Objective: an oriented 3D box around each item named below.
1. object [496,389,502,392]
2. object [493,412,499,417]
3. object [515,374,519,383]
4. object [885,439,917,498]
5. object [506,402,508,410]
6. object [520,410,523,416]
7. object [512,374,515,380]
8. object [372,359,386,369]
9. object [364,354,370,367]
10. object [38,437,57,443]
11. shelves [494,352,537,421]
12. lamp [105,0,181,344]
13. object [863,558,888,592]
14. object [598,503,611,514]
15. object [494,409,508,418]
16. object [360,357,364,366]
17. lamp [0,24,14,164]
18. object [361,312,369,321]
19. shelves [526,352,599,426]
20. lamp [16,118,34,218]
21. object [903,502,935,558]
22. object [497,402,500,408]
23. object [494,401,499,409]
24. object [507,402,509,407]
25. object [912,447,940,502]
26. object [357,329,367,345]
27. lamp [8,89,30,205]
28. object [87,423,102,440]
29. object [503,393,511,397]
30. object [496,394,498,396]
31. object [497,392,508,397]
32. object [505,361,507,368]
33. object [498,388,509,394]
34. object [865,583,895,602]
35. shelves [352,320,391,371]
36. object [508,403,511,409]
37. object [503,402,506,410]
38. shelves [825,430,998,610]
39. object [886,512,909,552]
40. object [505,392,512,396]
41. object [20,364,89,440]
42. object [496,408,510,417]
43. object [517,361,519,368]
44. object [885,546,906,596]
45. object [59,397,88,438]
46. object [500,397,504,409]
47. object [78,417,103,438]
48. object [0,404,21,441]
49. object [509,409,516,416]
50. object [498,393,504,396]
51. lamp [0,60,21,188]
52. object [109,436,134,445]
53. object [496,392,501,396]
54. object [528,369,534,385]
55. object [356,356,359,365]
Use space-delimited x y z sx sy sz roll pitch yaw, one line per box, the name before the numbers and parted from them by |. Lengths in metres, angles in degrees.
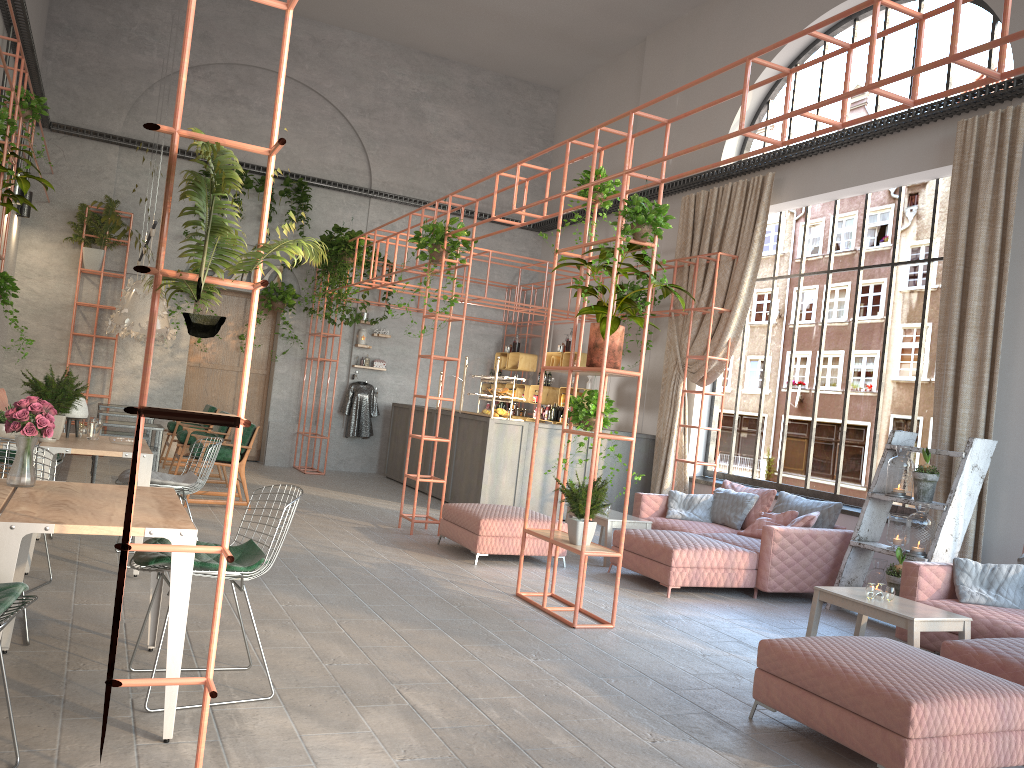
object | -0.201 0.085 11.550 0.138 0.050 0.093 7 -1 -9
object | -0.280 0.386 11.606 0.237 0.095 0.089 6 -1 9
object | 0.079 -0.078 14.721 0.083 0.159 0.083 7 -1 -16
object | 3.349 0.718 7.632 0.216 0.500 0.216 6 -1 7
object | -0.126 0.394 15.336 0.072 0.248 0.094 7 -1 -25
object | 0.119 0.481 14.749 0.115 0.107 0.115 5 -2 41
object | 0.041 -0.081 14.804 0.083 0.159 0.083 7 -1 -16
object | -2.251 -0.340 15.020 0.219 0.149 0.129 7 -1 -25
object | -2.440 -0.397 14.930 0.081 0.204 0.081 7 -1 -25
object | -3.148 0.355 6.010 0.115 0.078 0.115 7 -1 -19
shelves | -0.049 0.395 15.078 0.328 1.838 1.750 7 -1 -25
lamp | -4.427 -2.556 10.964 0.704 4.052 4.456 7 -1 -25
object | 3.048 1.624 7.395 0.208 0.320 0.192 7 -1 -19
object | 0.898 1.289 9.030 0.199 0.145 0.156 7 -1 -10
object | -0.169 0.394 11.745 0.232 0.110 0.090 7 -1 -5
object | -2.517 -0.380 14.885 0.063 0.151 0.063 7 -2 -39
lamp | -5.099 -2.896 8.877 0.185 1.425 0.179 7 -1 -25
object | -2.475 -1.126 14.878 0.133 0.145 0.133 6 -1 27
shelves | 0.761 0.450 13.338 0.328 1.838 1.750 7 -1 -25
lamp | -6.623 -3.000 12.152 0.185 1.425 0.179 7 -1 -25
object | 3.316 1.180 7.206 0.219 0.430 0.216 7 -1 -31
object | -0.351 0.514 15.465 0.084 0.529 0.711 7 -1 -23
object | -0.253 0.378 15.272 0.072 0.248 0.094 7 -1 -25
object | -0.061 0.402 15.363 0.072 0.248 0.094 7 -1 -25
object | 3.452 0.749 7.395 0.212 0.457 0.217 7 -1 -8
object | -2.507 -0.824 14.881 0.136 0.336 0.145 7 -1 -11
lamp | -6.114 -2.965 11.057 0.185 1.425 0.179 7 -1 -25
object | -3.051 0.347 6.465 0.095 0.119 0.095 7 -1 -1
object | -0.081 0.134 11.659 0.132 0.051 0.099 7 -1 -27
object | -0.250 0.123 11.699 0.148 0.053 0.104 7 -1 -26
object | -0.126 0.137 11.650 0.151 0.052 0.097 7 -1 -23
object | -0.057 -0.319 15.116 0.123 0.142 0.141 7 -1 -25
object | -0.114 0.088 11.588 0.142 0.087 0.094 7 -1 -17
object | 2.389 1.391 5.826 0.199 0.145 0.156 7 -1 -10
shelves | -2.352 -0.643 14.945 0.560 0.790 0.186 7 -1 -25
object | -0.022 0.382 15.187 0.074 0.287 0.072 6 -1 7
object | -0.136 0.370 15.221 0.074 0.287 0.072 6 -1 7
shelves | 3.356 1.208 7.492 0.856 1.618 0.842 7 -1 -25
object | 3.237 1.243 7.433 0.223 0.297 0.223 7 -1 -6
object | -0.053 0.125 11.640 0.152 0.058 0.095 7 -1 -34
object | -3.204 0.121 6.194 0.438 0.527 0.368 7 -1 -25
object | -0.123 0.375 11.669 0.240 0.104 0.073 8 -2 -44
object | 0.166 -0.360 14.800 0.137 0.261 0.137 6 -1 11
object | 3.134 1.554 7.160 0.236 0.464 0.225 5 -2 43
object | -3.250 0.241 6.517 0.241 0.313 0.241 6 -1 20
object | -0.173 0.362 15.106 0.066 0.291 0.066 8 -2 -41
object | -3.171 0.324 6.644 0.165 0.154 0.210 7 -1 -35
object | -3.311 0.243 5.757 0.248 0.247 0.254 7 -1 -25
object | 0.008 0.467 14.697 0.115 0.107 0.115 6 -1 31
object | -0.167 0.138 11.756 0.152 0.046 0.098 7 -1 -12
lamp | -5.609 -2.931 9.972 0.185 1.425 0.179 7 -1 -25
object | -2.815 0.413 6.451 0.218 0.041 0.218 7 -1 -17
object | -0.216 0.119 11.598 0.146 0.064 0.101 7 -1 -30
object | 0.308 -0.113 14.537 0.075 0.273 0.075 6 -1 31
object | -2.583 -0.394 14.877 0.055 0.164 0.092 7 -1 -6
